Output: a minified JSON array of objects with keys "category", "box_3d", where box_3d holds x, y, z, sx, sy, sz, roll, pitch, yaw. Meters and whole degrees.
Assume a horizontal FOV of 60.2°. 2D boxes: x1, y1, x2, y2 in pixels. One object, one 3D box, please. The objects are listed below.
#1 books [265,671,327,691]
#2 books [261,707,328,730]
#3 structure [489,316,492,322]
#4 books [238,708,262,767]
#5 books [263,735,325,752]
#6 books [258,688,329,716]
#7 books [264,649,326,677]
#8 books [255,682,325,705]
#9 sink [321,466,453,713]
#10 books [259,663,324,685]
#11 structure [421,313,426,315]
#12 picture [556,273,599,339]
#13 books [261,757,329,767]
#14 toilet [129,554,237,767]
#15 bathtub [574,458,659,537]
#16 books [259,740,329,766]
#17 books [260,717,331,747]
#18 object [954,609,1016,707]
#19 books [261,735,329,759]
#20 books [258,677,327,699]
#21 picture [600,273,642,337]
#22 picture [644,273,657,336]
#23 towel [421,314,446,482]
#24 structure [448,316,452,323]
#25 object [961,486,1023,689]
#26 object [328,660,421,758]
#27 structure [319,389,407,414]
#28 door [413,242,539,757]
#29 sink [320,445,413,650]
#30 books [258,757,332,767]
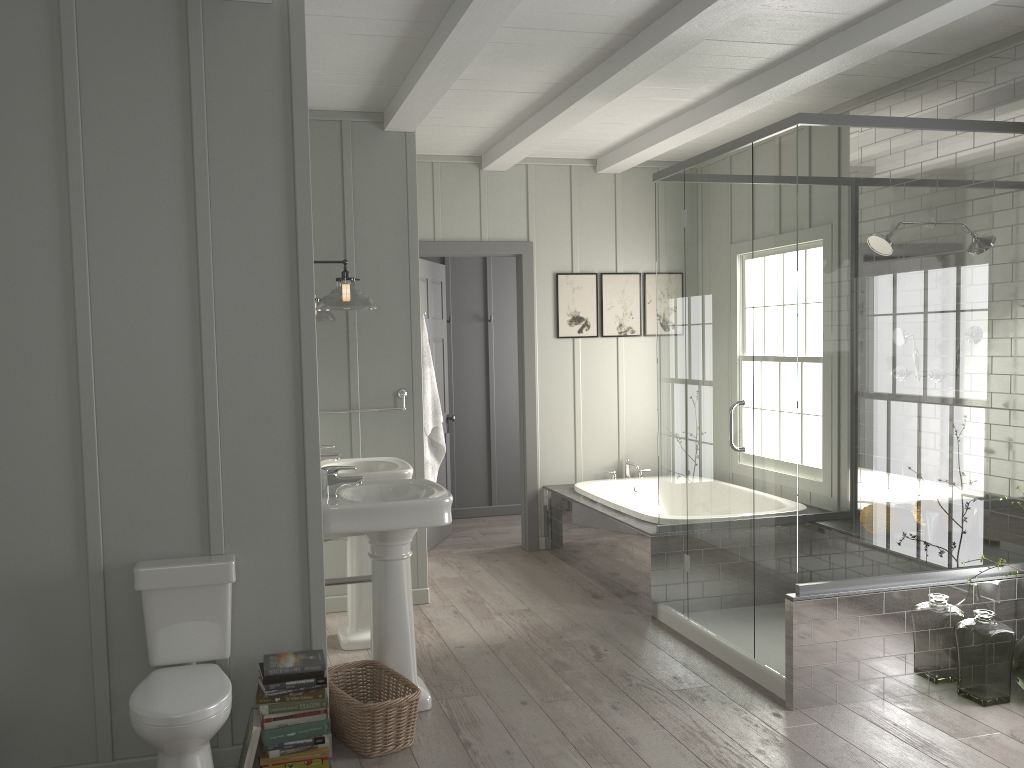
[{"category":"books","box_3d":[-0.756,1.017,3.072,0.204,0.024,0.152,-2,3,-16]},{"category":"books","box_3d":[-0.768,1.134,3.086,0.218,0.052,0.158,-2,3,-20]},{"category":"structure","box_3d":[-0.192,-0.554,7.532,0.019,0.051,0.138,-2,3,-17]},{"category":"books","box_3d":[-0.909,1.267,3.052,0.090,0.235,0.173,-2,3,-17]},{"category":"books","box_3d":[-0.764,1.225,3.082,0.204,0.024,0.152,-2,3,-15]},{"category":"books","box_3d":[-0.765,1.092,3.078,0.231,0.032,0.173,-2,3,-15]},{"category":"books","box_3d":[-0.756,0.968,3.069,0.204,0.024,0.152,-2,3,-14]},{"category":"books","box_3d":[-0.768,1.066,3.075,0.230,0.024,0.150,-2,3,-9]},{"category":"sink","box_3d":[-0.543,0.833,3.684,0.558,1.014,0.578,-2,3,-16]},{"category":"books","box_3d":[-0.767,0.992,3.068,0.203,0.024,0.153,-2,3,-19]},{"category":"structure","box_3d":[-0.544,-0.406,5.191,0.078,0.056,0.057,-2,3,-15]},{"category":"picture","box_3d":[0.468,-0.559,6.313,0.308,0.462,0.012,-2,4,-14]},{"category":"books","box_3d":[-0.762,1.306,3.087,0.219,0.041,0.165,-2,3,-17]},{"category":"toilet","box_3d":[-1.047,1.002,2.848,0.326,0.788,0.533,-2,3,-16]},{"category":"bathtub","box_3d":[1.071,0.812,5.710,1.031,0.490,1.585,-2,3,-16]},{"category":"books","box_3d":[-0.763,1.273,3.088,0.229,0.024,0.151,-2,3,-15]},{"category":"books","box_3d":[-0.766,1.186,3.085,0.222,0.053,0.163,-3,3,-25]},{"category":"object","box_3d":[1.918,1.104,3.591,0.160,0.361,0.166,-2,4,-17]},{"category":"books","box_3d":[-0.762,1.248,3.096,0.202,0.025,0.153,-3,3,-25]},{"category":"books","box_3d":[-0.766,1.041,3.083,0.202,0.025,0.153,-3,3,-26]},{"category":"picture","box_3d":[0.791,-0.571,6.392,0.308,0.462,0.012,-2,4,-14]},{"category":"picture","box_3d":[1.114,-0.583,6.472,0.308,0.462,0.012,-2,4,-14]},{"category":"towel","box_3d":[-0.479,0.189,5.249,0.159,1.205,0.322,-2,4,-11]},{"category":"structure","box_3d":[-0.532,-0.541,7.441,0.019,0.051,0.138,-2,3,-17]},{"category":"object","box_3d":[2.058,0.723,3.526,0.506,1.118,0.280,-2,4,-16]},{"category":"object","box_3d":[-0.550,1.246,3.400,0.282,0.221,0.480,-3,4,-34]},{"category":"structure","box_3d":[-0.875,0.099,4.933,0.592,0.123,0.055,-2,4,-14]},{"category":"door","box_3d":[0.321,0.251,3.069,4.188,2.198,7.904,-2,3,-17]},{"category":"sink","box_3d":[-0.790,0.801,4.471,0.558,1.014,0.578,-2,3,-16]},{"category":"books","box_3d":[-0.762,1.350,3.102,0.234,0.049,0.167,-2,3,-18]}]
